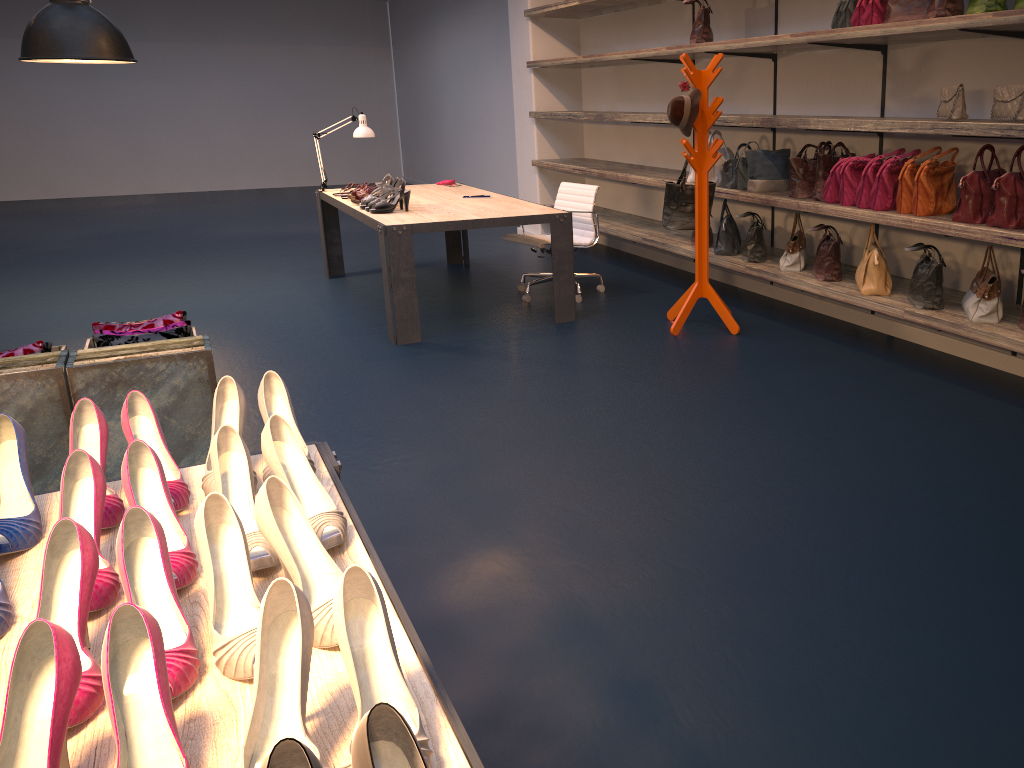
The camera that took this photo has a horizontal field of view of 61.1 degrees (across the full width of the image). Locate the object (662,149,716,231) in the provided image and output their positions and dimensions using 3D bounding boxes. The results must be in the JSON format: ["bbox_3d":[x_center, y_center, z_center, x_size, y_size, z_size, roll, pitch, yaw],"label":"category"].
[{"bbox_3d":[1.134,-1.257,5.615,0.398,0.516,0.192,-7,16,-18],"label":"object"}]

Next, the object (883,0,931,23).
[{"bbox_3d":[2.084,-2.017,4.501,0.204,0.300,0.349,-13,20,-33],"label":"object"}]

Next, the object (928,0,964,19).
[{"bbox_3d":[2.143,-1.975,4.318,0.203,0.333,0.407,7,19,31],"label":"object"}]

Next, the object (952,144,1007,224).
[{"bbox_3d":[2.355,-0.995,4.312,0.460,0.380,0.180,-12,18,-32],"label":"object"}]

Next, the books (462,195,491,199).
[{"bbox_3d":[-0.271,-1.431,6.631,0.207,0.018,0.138,-2,18,-4],"label":"books"}]

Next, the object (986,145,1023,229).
[{"bbox_3d":[2.434,-0.943,4.127,0.457,0.380,0.182,-10,17,-26],"label":"object"}]

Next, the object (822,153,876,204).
[{"bbox_3d":[1.951,-1.195,5.048,0.274,0.296,0.330,0,17,5],"label":"object"}]

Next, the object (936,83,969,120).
[{"bbox_3d":[2.195,-1.406,4.327,0.102,0.173,0.277,0,17,9],"label":"object"}]

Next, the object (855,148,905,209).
[{"bbox_3d":[2.043,-1.146,4.842,0.244,0.337,0.278,0,16,8],"label":"object"}]

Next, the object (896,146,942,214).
[{"bbox_3d":[2.180,-1.091,4.644,0.205,0.356,0.266,6,18,27],"label":"object"}]

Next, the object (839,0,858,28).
[{"bbox_3d":[2.009,-2.179,5.059,0.320,0.272,0.126,-16,20,-39],"label":"object"}]

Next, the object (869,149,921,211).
[{"bbox_3d":[2.082,-1.115,4.747,0.244,0.337,0.278,0,16,8],"label":"object"}]

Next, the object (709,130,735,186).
[{"bbox_3d":[1.461,-1.609,6.182,0.178,0.380,0.464,12,21,43],"label":"object"}]

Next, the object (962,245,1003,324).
[{"bbox_3d":[2.405,-0.524,4.412,0.171,0.361,0.405,3,17,19],"label":"object"}]

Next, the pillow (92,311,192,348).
[{"bbox_3d":[-1.495,-0.096,3.564,0.382,0.343,0.414,-9,18,-23],"label":"pillow"}]

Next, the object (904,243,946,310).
[{"bbox_3d":[2.209,-0.590,4.661,0.208,0.333,0.397,3,17,18],"label":"object"}]

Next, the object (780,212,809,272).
[{"bbox_3d":[1.861,-0.947,5.716,0.171,0.361,0.405,3,17,19],"label":"object"}]

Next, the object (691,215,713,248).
[{"bbox_3d":[1.423,-1.221,6.600,0.210,0.333,0.394,2,17,15],"label":"object"}]

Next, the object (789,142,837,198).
[{"bbox_3d":[1.888,-1.334,5.400,0.397,0.333,0.208,-7,17,-18],"label":"object"}]

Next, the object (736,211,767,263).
[{"bbox_3d":[1.653,-1.023,5.995,0.208,0.333,0.397,3,17,18],"label":"object"}]

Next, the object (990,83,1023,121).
[{"bbox_3d":[2.366,-1.335,4.108,0.106,0.173,0.268,-3,17,-2],"label":"object"}]

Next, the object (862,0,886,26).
[{"bbox_3d":[2.014,-2.061,4.748,0.219,0.239,0.250,-1,17,2],"label":"object"}]

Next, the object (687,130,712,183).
[{"bbox_3d":[1.444,-1.683,6.409,0.178,0.380,0.464,12,21,43],"label":"object"}]

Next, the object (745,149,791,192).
[{"bbox_3d":[1.698,-1.413,5.757,0.345,0.280,0.182,-3,16,-7],"label":"object"}]

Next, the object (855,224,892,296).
[{"bbox_3d":[2.085,-0.727,4.992,0.186,0.380,0.446,2,17,15],"label":"object"}]

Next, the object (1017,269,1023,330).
[{"bbox_3d":[2.480,-0.397,4.066,0.210,0.333,0.394,2,17,15],"label":"object"}]

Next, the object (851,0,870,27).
[{"bbox_3d":[2.017,-2.115,4.915,0.218,0.239,0.252,-1,17,4],"label":"object"}]

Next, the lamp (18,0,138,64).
[{"bbox_3d":[-3.043,-3.016,5.812,0.650,1.622,0.760,8,19,34],"label":"lamp"}]

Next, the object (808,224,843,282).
[{"bbox_3d":[1.935,-0.822,5.372,0.210,0.333,0.394,2,17,15],"label":"object"}]

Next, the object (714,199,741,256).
[{"bbox_3d":[1.555,-1.141,6.268,0.186,0.380,0.446,2,17,16],"label":"object"}]

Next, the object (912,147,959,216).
[{"bbox_3d":[2.220,-1.060,4.548,0.205,0.356,0.266,6,18,27],"label":"object"}]

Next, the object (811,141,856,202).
[{"bbox_3d":[1.938,-1.285,5.229,0.368,0.350,0.153,-10,17,-25],"label":"object"}]

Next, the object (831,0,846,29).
[{"bbox_3d":[2.011,-2.224,5.195,0.320,0.272,0.126,-16,20,-39],"label":"object"}]

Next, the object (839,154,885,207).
[{"bbox_3d":[2.016,-1.165,4.974,0.234,0.293,0.274,8,19,31],"label":"object"}]

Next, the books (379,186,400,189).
[{"bbox_3d":[-1.069,-1.662,7.350,0.233,0.017,0.176,-3,18,-7],"label":"books"}]

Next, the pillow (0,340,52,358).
[{"bbox_3d":[-1.907,0.040,3.265,0.330,0.314,0.435,-9,18,-22],"label":"pillow"}]
